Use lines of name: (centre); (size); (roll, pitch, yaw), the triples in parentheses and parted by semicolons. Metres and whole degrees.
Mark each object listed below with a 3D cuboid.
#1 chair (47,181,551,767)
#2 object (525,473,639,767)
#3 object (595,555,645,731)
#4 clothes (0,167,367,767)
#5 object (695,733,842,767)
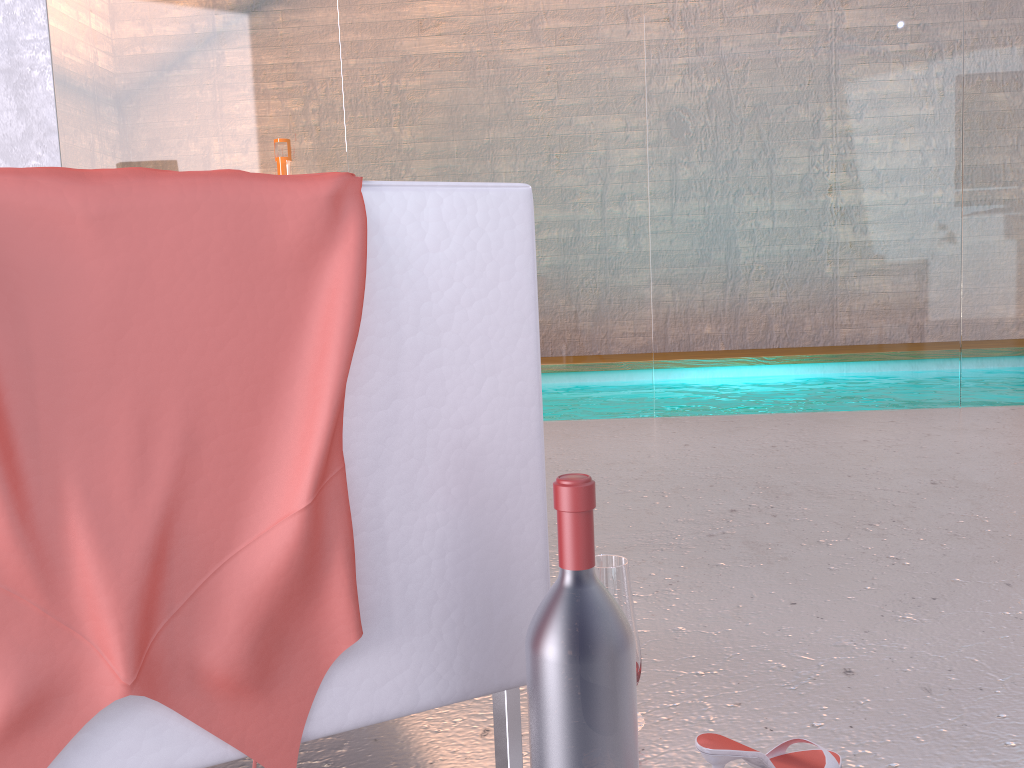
chair: (-0.602, 0.110, 1.176); (1.026, 0.808, 0.936); (-5, 7, -26)
object: (0.066, 0.301, 0.832); (0.109, 0.435, 0.109); (1, 7, 31)
object: (0.135, 0.359, 1.234); (0.091, 0.233, 0.091); (1, 7, 32)
clothes: (-0.377, 0.097, 0.862); (0.574, 0.604, 0.254); (-5, 7, -26)
object: (0.311, 0.441, 1.072); (0.235, 0.087, 0.079); (-6, 7, -28)
